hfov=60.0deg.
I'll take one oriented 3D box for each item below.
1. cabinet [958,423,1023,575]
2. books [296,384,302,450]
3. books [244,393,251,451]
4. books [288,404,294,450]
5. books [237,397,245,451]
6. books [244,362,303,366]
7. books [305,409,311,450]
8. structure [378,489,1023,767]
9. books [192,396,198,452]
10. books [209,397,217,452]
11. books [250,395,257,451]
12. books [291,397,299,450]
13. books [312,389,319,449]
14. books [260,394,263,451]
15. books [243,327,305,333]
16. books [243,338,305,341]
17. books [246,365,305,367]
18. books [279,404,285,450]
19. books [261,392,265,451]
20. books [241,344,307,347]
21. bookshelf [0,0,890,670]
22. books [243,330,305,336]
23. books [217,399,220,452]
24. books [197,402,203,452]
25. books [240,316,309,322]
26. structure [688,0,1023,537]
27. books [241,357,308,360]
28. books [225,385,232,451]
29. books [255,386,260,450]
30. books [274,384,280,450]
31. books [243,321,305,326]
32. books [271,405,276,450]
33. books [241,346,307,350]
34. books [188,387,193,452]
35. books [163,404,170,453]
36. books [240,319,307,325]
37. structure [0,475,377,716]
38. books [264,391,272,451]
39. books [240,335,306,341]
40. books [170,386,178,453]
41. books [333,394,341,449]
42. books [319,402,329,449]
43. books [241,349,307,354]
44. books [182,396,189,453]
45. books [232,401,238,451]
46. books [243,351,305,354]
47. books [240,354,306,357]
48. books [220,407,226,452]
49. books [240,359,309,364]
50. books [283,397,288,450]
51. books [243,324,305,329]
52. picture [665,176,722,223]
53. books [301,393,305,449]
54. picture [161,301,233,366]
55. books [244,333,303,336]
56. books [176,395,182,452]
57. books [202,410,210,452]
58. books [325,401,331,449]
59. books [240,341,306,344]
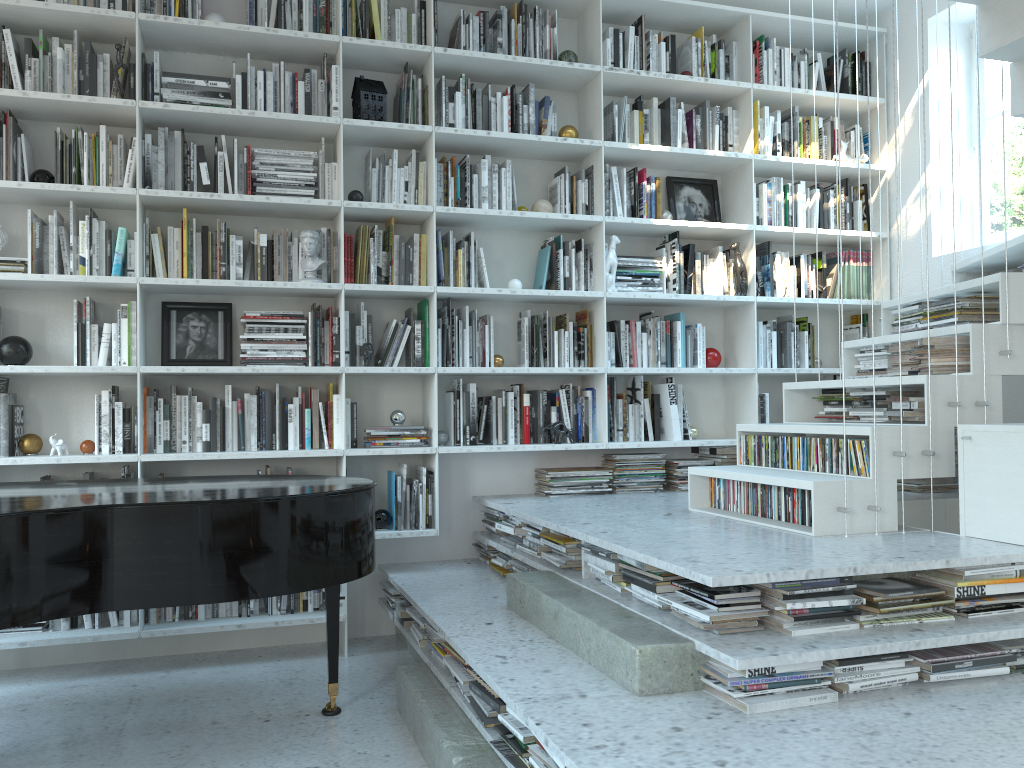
[{"bbox_3d":[1.833,0.448,2.470,0.551,0.667,0.993,0,-2,-18],"label":"cabinet"},{"bbox_3d":[-0.974,0.150,4.055,0.014,0.293,0.137,0,-1,-18],"label":"books"},{"bbox_3d":[-1.194,0.171,4.000,0.025,0.254,0.136,0,-1,-18],"label":"books"},{"bbox_3d":[-1.010,0.195,4.030,0.023,0.204,0.167,0,-1,-18],"label":"books"},{"bbox_3d":[-1.216,0.179,3.977,0.031,0.237,0.159,0,-1,-18],"label":"books"},{"bbox_3d":[-1.081,-0.087,4.027,0.254,0.012,0.161,0,-2,-16],"label":"books"},{"bbox_3d":[-0.937,0.205,4.048,0.023,0.183,0.169,0,-1,-18],"label":"books"},{"bbox_3d":[1.085,0.834,3.202,2.899,0.659,3.113,0,-2,-18],"label":"structure"},{"bbox_3d":[-1.402,0.176,3.925,0.021,0.244,0.141,0,-1,-18],"label":"books"},{"bbox_3d":[-1.323,0.179,3.930,0.029,0.238,0.166,0,-1,-18],"label":"books"},{"bbox_3d":[-1.162,0.175,3.982,0.026,0.245,0.191,0,-1,-18],"label":"books"},{"bbox_3d":[-0.988,0.180,4.037,0.023,0.234,0.175,0,-1,-18],"label":"books"},{"bbox_3d":[-0.908,0.161,4.070,0.026,0.272,0.175,0,-1,-18],"label":"books"},{"bbox_3d":[-1.136,0.172,4.008,0.011,0.251,0.158,0,-1,-18],"label":"books"},{"bbox_3d":[-1.081,-0.243,4.026,0.254,0.012,0.161,0,-2,-22],"label":"books"},{"bbox_3d":[-1.080,-0.194,4.023,0.254,0.012,0.161,0,-2,-23],"label":"books"},{"bbox_3d":[-1.080,-0.075,4.023,0.254,0.012,0.161,0,-2,-22],"label":"books"},{"bbox_3d":[-1.046,0.194,4.020,0.024,0.207,0.183,0,-1,-18],"label":"books"},{"bbox_3d":[-1.123,0.167,4.001,0.010,0.261,0.181,0,-1,-18],"label":"books"},{"bbox_3d":[-1.082,-0.170,4.029,0.285,0.012,0.159,0,-2,-16],"label":"books"},{"bbox_3d":[-0.991,-0.347,3.995,6.296,3.142,0.330,0,-1,-18],"label":"bookshelf"},{"bbox_3d":[-1.082,-0.231,4.028,0.254,0.012,0.161,0,-2,-21],"label":"books"},{"bbox_3d":[-1.306,0.183,3.946,0.013,0.230,0.139,0,-1,-18],"label":"books"},{"bbox_3d":[-1.374,0.189,3.910,0.023,0.217,0.174,0,-1,-18],"label":"books"},{"bbox_3d":[-1.081,-0.292,4.024,0.285,0.012,0.159,0,-2,-23],"label":"books"},{"bbox_3d":[1.310,-0.872,2.909,2.613,3.381,1.955,0,-1,-18],"label":"structure"},{"bbox_3d":[-1.082,-0.111,4.030,0.285,0.012,0.159,0,-2,-19],"label":"books"},{"bbox_3d":[-1.266,0.152,3.960,0.026,0.291,0.152,0,-1,-18],"label":"books"},{"bbox_3d":[-1.150,0.155,4.011,0.014,0.286,0.134,0,-1,-18],"label":"books"},{"bbox_3d":[-1.065,0.149,4.017,0.012,0.296,0.178,0,-1,-18],"label":"books"},{"bbox_3d":[-1.082,-0.267,4.026,0.254,0.012,0.161,0,-2,-22],"label":"books"},{"bbox_3d":[-1.083,0.196,4.021,0.021,0.202,0.128,0,-1,-18],"label":"books"},{"bbox_3d":[-1.082,-0.158,4.031,0.285,0.012,0.159,0,-2,-17],"label":"books"},{"bbox_3d":[-1.413,0.157,3.903,0.013,0.282,0.166,0,-1,-18],"label":"books"},{"bbox_3d":[-1.507,0.195,3.882,0.024,0.208,0.170,0,-1,-18],"label":"books"},{"bbox_3d":[-1.083,-0.279,4.031,0.285,0.012,0.159,0,-2,-16],"label":"books"},{"bbox_3d":[-1.349,0.758,2.750,1.918,0.832,1.335,0,-2,-18],"label":"structure"},{"bbox_3d":[-1.102,0.165,4.000,0.028,0.264,0.161,0,-1,-18],"label":"books"},{"bbox_3d":[-1.080,-0.206,4.023,0.285,0.012,0.159,0,-2,-13],"label":"books"},{"bbox_3d":[-1.489,0.154,3.907,0.027,0.290,0.140,0,-1,-18],"label":"books"},{"bbox_3d":[-0.814,0.173,4.084,0.033,0.246,0.176,0,-1,-18],"label":"books"},{"bbox_3d":[-0.872,0.190,4.070,0.042,0.212,0.169,0,-1,-18],"label":"books"},{"bbox_3d":[-1.083,-0.146,4.033,0.285,0.012,0.159,0,-2,-18],"label":"books"},{"bbox_3d":[-1.433,0.175,3.900,0.027,0.245,0.179,0,-1,-18],"label":"books"},{"bbox_3d":[-1.244,0.188,3.975,0.025,0.220,0.140,0,-1,-18],"label":"books"},{"bbox_3d":[-1.080,-0.135,4.022,0.254,0.012,0.161,0,-2,-23],"label":"books"},{"bbox_3d":[-1.079,-0.123,4.021,0.285,0.012,0.159,0,-2,-13],"label":"books"},{"bbox_3d":[-1.285,0.199,3.939,0.023,0.196,0.165,0,-1,-18],"label":"books"},{"bbox_3d":[-1.079,-0.099,4.021,0.285,0.012,0.159,0,-2,-23],"label":"books"},{"bbox_3d":[-1.032,0.180,4.036,0.014,0.235,0.154,0,-1,-18],"label":"books"},{"bbox_3d":[-1.082,-0.255,4.028,0.254,0.012,0.161,0,-2,-21],"label":"books"},{"bbox_3d":[0.977,-0.959,4.753,0.300,0.299,0.077,0,-1,-18],"label":"picture"},{"bbox_3d":[-0.963,0.169,4.066,0.014,0.256,0.145,0,-1,-18],"label":"books"},{"bbox_3d":[-1.412,-0.219,3.978,0.300,0.299,0.077,0,-1,-18],"label":"picture"},{"bbox_3d":[-1.081,-0.218,4.028,0.254,0.012,0.161,0,-2,-15],"label":"books"},{"bbox_3d":[-1.463,0.175,3.908,0.024,0.247,0.132,0,-1,-18],"label":"books"},{"bbox_3d":[-1.348,0.206,3.914,0.029,0.184,0.174,0,-1,-18],"label":"books"},{"bbox_3d":[-0.847,0.188,4.079,0.011,0.216,0.166,0,-1,-18],"label":"books"},{"bbox_3d":[-1.080,-0.183,4.022,0.285,0.012,0.159,0,-2,-13],"label":"books"}]
